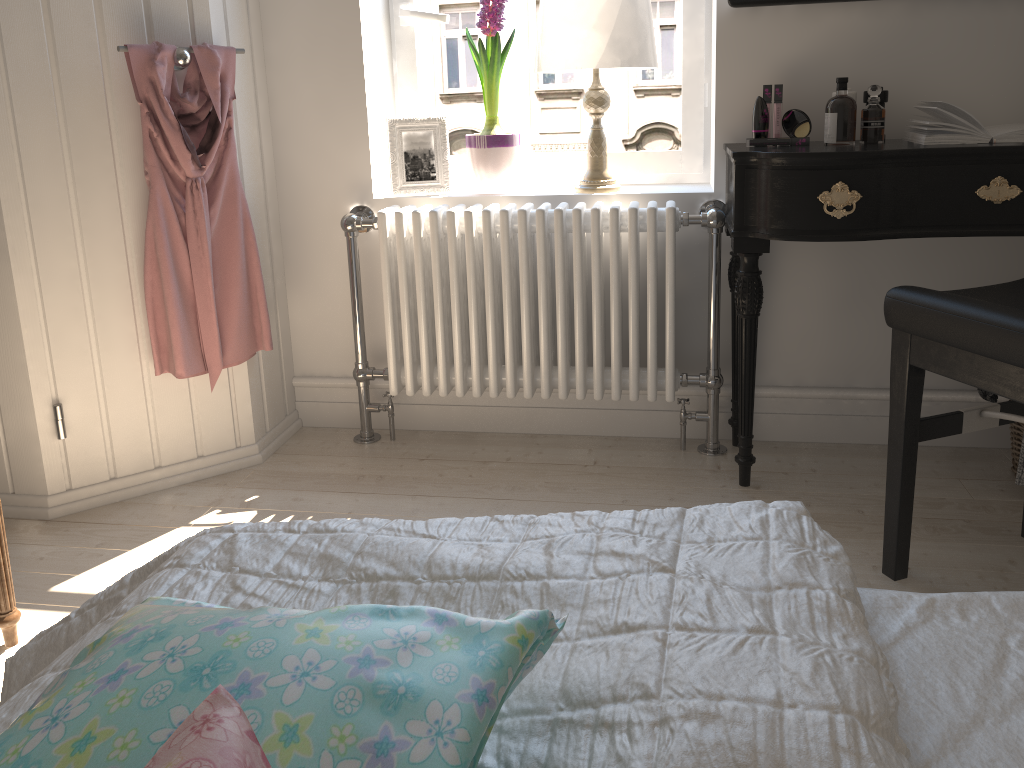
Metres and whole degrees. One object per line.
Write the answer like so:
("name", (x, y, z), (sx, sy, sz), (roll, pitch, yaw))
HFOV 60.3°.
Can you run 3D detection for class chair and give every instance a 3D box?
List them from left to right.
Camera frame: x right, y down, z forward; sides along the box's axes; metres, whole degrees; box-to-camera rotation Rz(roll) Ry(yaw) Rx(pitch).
("chair", (-1.283, 0.049, 1.616), (0.525, 0.871, 0.545), (-12, 17, -33))
("chair", (0.989, 0.000, 1.557), (0.458, 0.843, 0.466), (-7, 15, -19))

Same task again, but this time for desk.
("desk", (1.076, -0.160, 2.102), (1.105, 0.805, 0.446), (1, 14, 10))

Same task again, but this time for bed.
("bed", (0.285, 0.513, 0.408), (2.211, 0.618, 2.002), (1, 18, 10))

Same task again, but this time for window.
("window", (0.082, -1.448, 2.479), (0.949, 1.744, 0.113), (0, 13, 10))

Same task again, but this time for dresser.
("dresser", (-1.222, -1.006, 2.193), (1.024, 2.528, 0.717), (0, 13, 10))

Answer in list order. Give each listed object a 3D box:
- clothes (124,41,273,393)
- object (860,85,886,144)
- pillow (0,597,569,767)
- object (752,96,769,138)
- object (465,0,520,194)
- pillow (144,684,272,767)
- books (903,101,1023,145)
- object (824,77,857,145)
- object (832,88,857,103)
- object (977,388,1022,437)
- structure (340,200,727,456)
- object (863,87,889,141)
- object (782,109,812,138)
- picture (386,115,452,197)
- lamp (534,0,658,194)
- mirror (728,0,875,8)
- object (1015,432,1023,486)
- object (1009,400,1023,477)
("clothes", (-0.782, -0.410, 2.226), (0.093, 0.858, 0.334), (8, 17, 39))
("object", (0.860, -0.642, 2.102), (0.055, 0.136, 0.055), (-13, 17, -39))
("pillow", (-0.180, 0.248, 0.524), (0.362, 0.165, 0.391), (2, 18, 15))
("object", (0.618, -0.654, 2.191), (0.055, 0.117, 0.031), (-14, 18, -40))
("object", (-0.060, -0.832, 2.500), (0.156, 0.565, 0.160), (-3, 13, -4))
("pillow", (-0.140, 0.316, 0.239), (0.356, 0.198, 0.400), (13, 22, 41))
("books", (1.082, -0.612, 2.048), (0.279, 0.093, 0.232), (2, 18, 12))
("object", (0.779, -0.645, 2.091), (0.070, 0.154, 0.072), (-1, 14, 5))
("object", (0.819, -0.662, 2.179), (0.058, 0.131, 0.058), (-10, 15, -28))
("object", (1.308, 0.025, 2.110), (0.367, 0.325, 0.310), (1, 16, 11))
("structure", (0.051, -0.154, 2.436), (1.067, 0.668, 0.169), (1, 13, 10))
("object", (0.901, -0.669, 2.190), (0.058, 0.131, 0.058), (-10, 15, -28))
("object", (0.685, -0.631, 2.167), (0.083, 0.084, 0.081), (-14, 19, -38))
("picture", (-0.266, -0.653, 2.533), (0.176, 0.221, 0.051), (-5, 13, -9))
("lamp", (0.230, -0.855, 2.420), (0.340, 0.638, 0.348), (4, 15, 22))
("mirror", (1.058, -1.207, 2.056), (1.118, 0.560, 0.068), (1, 13, 10))
("object", (1.347, 0.054, 2.070), (0.353, 0.348, 0.293), (-15, 19, -39))
("object", (1.378, 0.031, 2.097), (0.397, 0.423, 0.399), (11, 20, 41))
